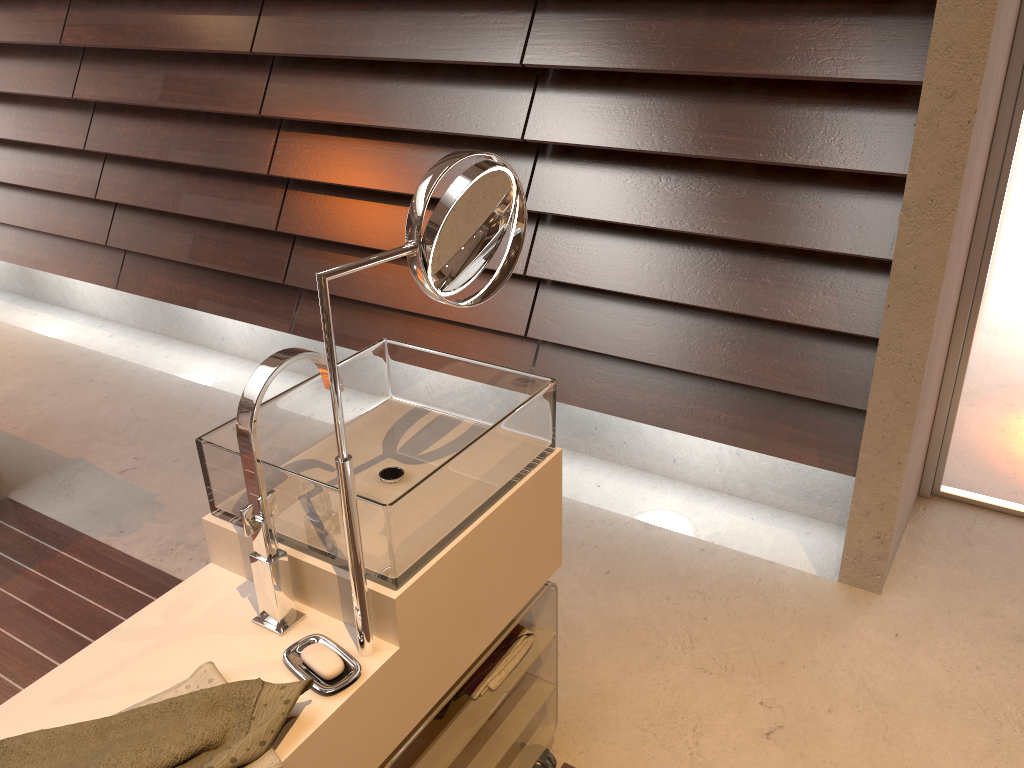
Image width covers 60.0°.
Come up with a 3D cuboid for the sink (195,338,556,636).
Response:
[{"bbox_3d":[-0.202,0.070,1.267,0.340,0.357,0.486,14,30,29],"label":"sink"}]

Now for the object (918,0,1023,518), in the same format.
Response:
[{"bbox_3d":[1.575,-0.495,1.860,1.007,2.000,0.090,14,30,29],"label":"object"}]

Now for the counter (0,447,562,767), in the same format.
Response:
[{"bbox_3d":[-0.833,0.931,0.535,0.350,0.686,2.931,14,30,29],"label":"counter"}]

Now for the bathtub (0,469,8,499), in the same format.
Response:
[{"bbox_3d":[-2.439,0.259,1.924,0.994,0.761,2.000,14,30,29],"label":"bathtub"}]

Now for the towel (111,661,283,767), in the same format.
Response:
[{"bbox_3d":[-0.458,0.431,0.911,0.394,0.027,0.202,-20,31,-33],"label":"towel"}]

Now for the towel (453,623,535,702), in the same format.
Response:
[{"bbox_3d":[-0.076,0.446,1.520,0.180,0.040,0.196,-24,34,-39],"label":"towel"}]

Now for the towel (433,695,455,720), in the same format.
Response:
[{"bbox_3d":[-0.173,0.457,1.477,0.192,0.062,0.192,3,26,10],"label":"towel"}]

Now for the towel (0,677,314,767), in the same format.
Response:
[{"bbox_3d":[-0.474,0.432,0.876,0.571,0.057,0.258,-9,27,-15],"label":"towel"}]

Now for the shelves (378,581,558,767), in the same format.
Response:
[{"bbox_3d":[-0.180,0.584,1.511,0.368,0.436,0.487,14,30,29],"label":"shelves"}]

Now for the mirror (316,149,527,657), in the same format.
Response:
[{"bbox_3d":[-0.084,0.024,1.090,0.074,0.589,0.316,15,30,31],"label":"mirror"}]

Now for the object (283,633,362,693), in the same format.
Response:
[{"bbox_3d":[-0.234,0.346,1.094,0.065,0.011,0.108,-24,34,-39],"label":"object"}]

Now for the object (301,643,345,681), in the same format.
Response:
[{"bbox_3d":[-0.234,0.340,1.092,0.066,0.016,0.035,21,34,39],"label":"object"}]
